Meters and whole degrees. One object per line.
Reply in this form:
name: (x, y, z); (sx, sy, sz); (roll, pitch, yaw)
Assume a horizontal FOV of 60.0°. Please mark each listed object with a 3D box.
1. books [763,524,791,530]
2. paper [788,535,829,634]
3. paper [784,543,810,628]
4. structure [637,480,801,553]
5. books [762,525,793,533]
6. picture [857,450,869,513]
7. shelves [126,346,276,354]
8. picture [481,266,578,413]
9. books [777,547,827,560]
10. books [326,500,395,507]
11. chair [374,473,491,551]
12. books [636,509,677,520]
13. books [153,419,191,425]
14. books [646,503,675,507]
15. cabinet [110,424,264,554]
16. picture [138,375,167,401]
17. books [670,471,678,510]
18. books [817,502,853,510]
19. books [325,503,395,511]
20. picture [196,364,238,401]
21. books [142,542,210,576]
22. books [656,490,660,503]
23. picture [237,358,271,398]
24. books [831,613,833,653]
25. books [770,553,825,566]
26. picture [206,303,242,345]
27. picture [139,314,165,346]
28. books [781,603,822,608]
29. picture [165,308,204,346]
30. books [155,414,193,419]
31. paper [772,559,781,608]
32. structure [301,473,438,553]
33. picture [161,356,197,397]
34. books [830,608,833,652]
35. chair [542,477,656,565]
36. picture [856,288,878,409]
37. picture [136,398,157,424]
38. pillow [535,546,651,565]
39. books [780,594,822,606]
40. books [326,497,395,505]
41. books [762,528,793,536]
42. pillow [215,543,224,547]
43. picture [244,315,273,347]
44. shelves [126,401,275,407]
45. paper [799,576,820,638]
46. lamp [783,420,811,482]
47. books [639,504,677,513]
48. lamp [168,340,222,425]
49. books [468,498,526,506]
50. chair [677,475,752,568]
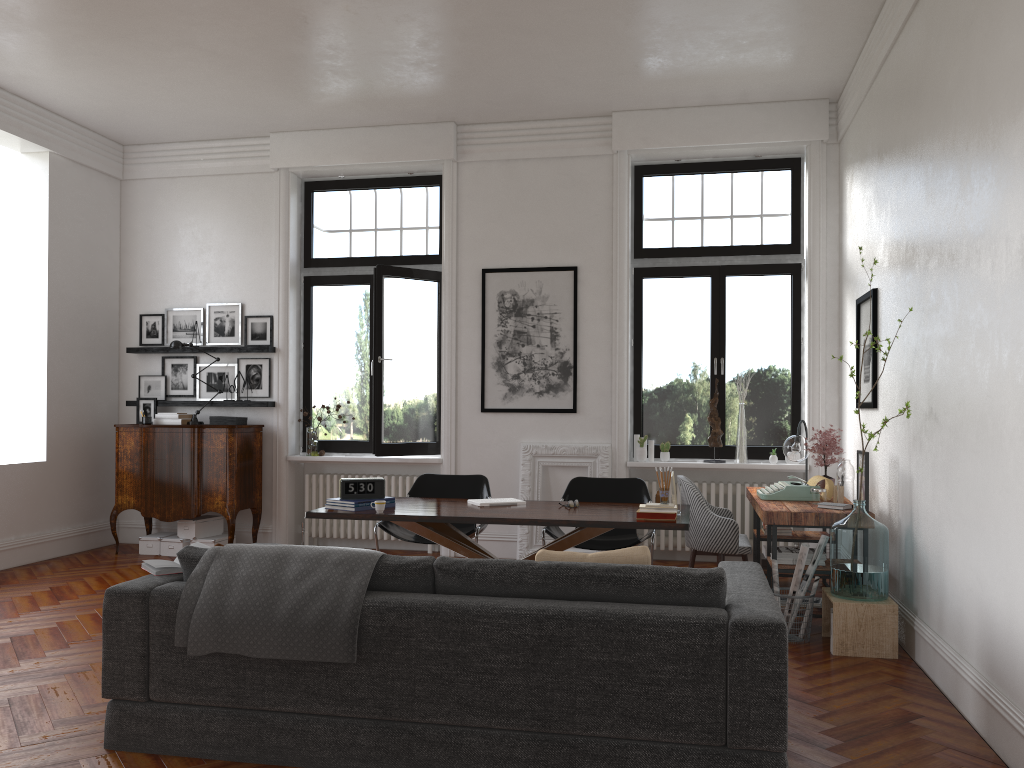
books: (2.076, 1.113, 6.946); (0.190, 0.022, 0.239); (0, -2, 11)
paper: (1.767, 1.223, 5.359); (0.294, 0.626, 0.047); (0, 0, 4)
paper: (1.650, 1.217, 5.193); (0.047, 0.609, 0.330); (0, -1, -8)
structure: (1.838, 1.269, 7.964); (1.453, 0.778, 0.225); (0, -1, 11)
books: (2.074, 1.134, 6.944); (0.209, 0.023, 0.251); (0, -2, 11)
picture: (2.191, 0.604, 5.539); (0.023, 0.369, 0.282); (0, -1, 11)
shelves: (-3.036, -0.330, 8.641); (1.514, 0.055, 0.158); (0, -2, 11)
picture: (0.154, -0.399, 8.077); (0.883, 1.323, 0.035); (0, 0, 11)
books: (1.817, 1.073, 5.623); (0.309, 0.038, 0.225); (0, -2, 12)
books: (-0.934, 0.731, 5.480); (0.250, 0.017, 0.344); (-1, -2, 36)
chair: (-0.519, 1.112, 6.415); (0.752, 0.872, 0.746); (0, -1, 11)
books: (0.821, 0.741, 5.035); (0.215, 0.040, 0.159); (0, -2, 13)
books: (-3.211, 0.359, 8.420); (0.294, 0.057, 0.229); (0, -2, 11)
books: (0.844, 0.688, 5.047); (0.159, 0.008, 0.128); (0, -2, 13)
cabinet: (-3.056, 0.991, 8.334); (1.266, 1.217, 0.640); (0, -1, 11)
picture: (-3.564, 0.041, 8.790); (0.300, 0.253, 0.020); (0, 0, 11)
books: (0.976, 0.655, 5.346); (0.043, 0.239, 0.310); (0, -1, 11)
books: (2.047, 0.777, 5.661); (0.129, 0.031, 0.213); (2, -2, -41)
books: (-0.939, 0.753, 5.493); (0.264, 0.027, 0.347); (-1, -2, 36)
picture: (-2.885, -0.015, 8.678); (0.434, 0.365, 0.020); (0, 0, 11)
books: (-1.464, 0.768, 3.922); (0.279, 0.096, 0.225); (1, -2, -37)
books: (0.885, 0.710, 5.341); (0.028, 0.124, 0.221); (0, -1, 11)
picture: (-2.506, -0.059, 8.604); (0.343, 0.384, 0.020); (0, 0, 11)
books: (1.882, 1.407, 4.974); (0.170, 0.232, 0.012); (0, 0, 11)
books: (1.807, 1.108, 5.617); (0.309, 0.038, 0.225); (0, -2, 11)
picture: (-2.815, -0.584, 8.669); (0.369, 0.409, 0.020); (0, 0, 11)
picture: (-3.584, -0.537, 8.824); (0.267, 0.315, 0.020); (0, 0, 11)
books: (1.831, 1.392, 5.648); (0.268, 0.014, 0.196); (0, -2, 10)
picture: (-3.236, -0.564, 8.754); (0.415, 0.367, 0.020); (0, 0, 11)
books: (-3.209, 0.309, 8.426); (0.239, 0.044, 0.254); (0, -2, 11)
paper: (1.592, 1.295, 5.317); (0.033, 0.478, 0.073); (1, -1, -42)
structure: (-1.369, 1.269, 8.615); (1.453, 0.778, 0.225); (0, -1, 11)
picture: (-3.290, -0.071, 8.761); (0.373, 0.406, 0.020); (0, 0, 11)
books: (1.896, 1.395, 5.002); (0.187, 0.257, 0.054); (0, 0, 12)
chair: (0.633, 1.111, 6.181); (0.752, 0.872, 0.746); (0, -1, 11)
picture: (2.526, -0.233, 6.303); (0.050, 0.816, 0.634); (0, -1, 11)
picture: (-3.566, 0.262, 8.654); (0.213, 0.257, 0.020); (0, 0, 11)
pillow: (0.345, 0.876, 3.613); (0.486, 0.460, 0.225); (0, -1, 11)
books: (1.831, 1.376, 5.648); (0.268, 0.014, 0.196); (0, -2, 23)
books: (-0.933, 0.714, 5.480); (0.250, 0.017, 0.344); (-1, -2, 36)
books: (2.074, 1.157, 6.945); (0.209, 0.024, 0.247); (0, -2, 11)
pillow: (-1.155, 0.907, 4.014); (0.330, 0.396, 0.470); (1, -1, -41)
picture: (-2.457, -0.511, 8.595); (0.289, 0.303, 0.020); (0, 0, 11)
shelves: (-3.039, 0.193, 8.639); (1.514, 0.055, 0.156); (0, -2, 11)
paper: (1.771, 1.336, 5.288); (0.126, 0.388, 0.026); (0, -1, 34)
lamp: (2.249, 0.554, 6.892); (0.207, 0.550, 0.442); (0, -1, 35)
books: (0.830, 0.707, 5.038); (0.207, 0.028, 0.164); (0, -2, 9)
lamp: (-3.020, -0.009, 8.455); (0.491, 0.802, 0.174); (1, -1, -24)
books: (-0.099, 0.770, 5.768); (0.325, 0.026, 0.231); (1, -2, -24)
chair: (1.466, 1.115, 6.388); (0.547, 0.899, 0.716); (0, -1, 4)
